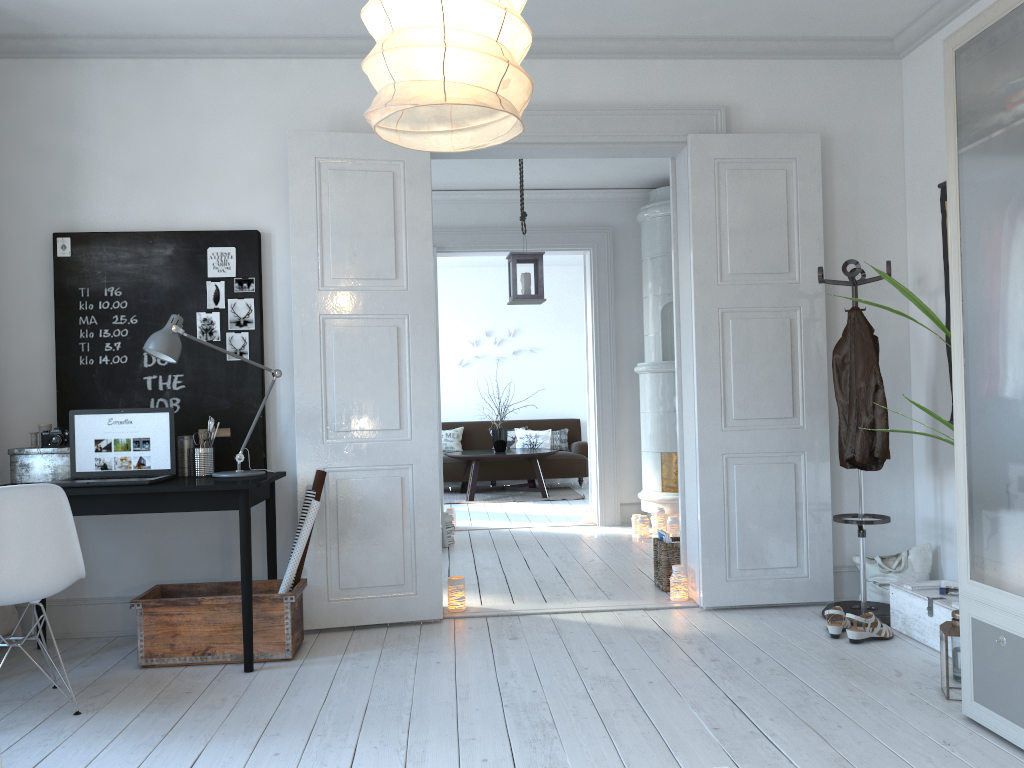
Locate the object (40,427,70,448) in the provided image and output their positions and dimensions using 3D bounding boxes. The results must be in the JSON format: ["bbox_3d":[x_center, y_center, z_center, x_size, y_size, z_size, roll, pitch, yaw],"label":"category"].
[{"bbox_3d":[-1.982,0.233,3.849,0.137,0.087,0.073,-2,-1,-4],"label":"object"}]

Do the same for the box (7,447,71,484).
[{"bbox_3d":[-2.045,0.356,3.936,0.317,0.152,0.193,-2,-1,-4],"label":"box"}]

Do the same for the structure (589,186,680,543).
[{"bbox_3d":[1.248,-0.163,7.056,0.800,2.827,1.247,-2,0,41],"label":"structure"}]

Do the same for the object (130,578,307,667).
[{"bbox_3d":[-1.241,1.024,3.819,0.664,0.282,0.339,-2,-1,-4],"label":"object"}]

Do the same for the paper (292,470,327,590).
[{"bbox_3d":[-0.952,0.769,4.002,0.048,0.747,0.297,-2,0,41],"label":"paper"}]

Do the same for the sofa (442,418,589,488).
[{"bbox_3d":[-0.168,0.867,10.878,2.165,0.824,0.969,-2,-1,-4],"label":"sofa"}]

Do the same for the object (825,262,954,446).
[{"bbox_3d":[1.703,0.293,3.206,1.044,1.554,0.289,-2,0,25],"label":"object"}]

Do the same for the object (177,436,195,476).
[{"bbox_3d":[-1.494,0.332,4.065,0.079,0.188,0.079,-1,0,-25],"label":"object"}]

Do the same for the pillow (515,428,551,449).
[{"bbox_3d":[0.259,0.690,10.903,0.471,0.309,0.188,-2,0,-4],"label":"pillow"}]

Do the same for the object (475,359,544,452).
[{"bbox_3d":[-0.020,0.235,10.038,0.845,1.066,0.525,-1,-1,-33],"label":"object"}]

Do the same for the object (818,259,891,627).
[{"bbox_3d":[1.629,0.264,4.159,0.374,1.658,0.374,-2,0,3],"label":"object"}]

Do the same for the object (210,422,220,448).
[{"bbox_3d":[-1.360,0.294,4.003,0.084,0.240,0.009,-1,0,-27],"label":"object"}]

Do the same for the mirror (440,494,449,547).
[{"bbox_3d":[-0.830,0.464,6.515,0.610,1.488,0.417,-1,0,-40],"label":"mirror"}]

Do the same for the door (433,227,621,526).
[{"bbox_3d":[0.031,-0.039,7.509,2.598,2.505,0.577,-2,0,-4],"label":"door"}]

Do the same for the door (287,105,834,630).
[{"bbox_3d":[0.255,-0.112,4.502,2.598,2.505,0.577,-2,0,-4],"label":"door"}]

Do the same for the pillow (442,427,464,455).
[{"bbox_3d":[-0.845,0.719,10.936,0.519,0.367,0.239,-2,-1,-5],"label":"pillow"}]

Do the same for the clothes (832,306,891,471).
[{"bbox_3d":[1.610,0.022,4.089,0.237,0.770,0.211,-2,0,29],"label":"clothes"}]

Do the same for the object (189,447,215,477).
[{"bbox_3d":[-1.398,0.353,4.000,0.108,0.128,0.108,-2,-1,11],"label":"object"}]

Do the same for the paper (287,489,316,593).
[{"bbox_3d":[-0.973,0.811,3.930,0.043,0.669,0.266,-2,0,41],"label":"paper"}]

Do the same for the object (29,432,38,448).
[{"bbox_3d":[-2.140,0.249,3.971,0.040,0.069,0.040,-1,0,-16],"label":"object"}]

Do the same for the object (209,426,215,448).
[{"bbox_3d":[-1.371,0.303,4.008,0.009,0.222,0.082,-2,0,25],"label":"object"}]

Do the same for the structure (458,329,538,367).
[{"bbox_3d":[-0.180,-0.466,11.349,1.025,0.478,0.085,-2,0,-4],"label":"structure"}]

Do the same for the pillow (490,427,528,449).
[{"bbox_3d":[-0.038,0.709,10.957,0.473,0.347,0.158,-2,0,-6],"label":"pillow"}]

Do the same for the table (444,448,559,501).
[{"bbox_3d":[-0.111,1.020,10.089,1.299,0.503,1.300,-1,-1,-14],"label":"table"}]

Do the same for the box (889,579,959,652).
[{"bbox_3d":[1.879,0.965,3.650,0.376,0.218,0.641,-2,-1,-4],"label":"box"}]

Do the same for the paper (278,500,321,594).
[{"bbox_3d":[-0.968,0.827,3.870,0.283,0.626,0.041,-1,0,-26],"label":"paper"}]

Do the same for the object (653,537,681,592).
[{"bbox_3d":[0.945,0.997,4.937,0.270,0.265,0.224,-2,-1,-4],"label":"object"}]

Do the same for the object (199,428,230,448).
[{"bbox_3d":[-1.358,0.309,4.057,0.138,0.209,0.034,-1,0,-24],"label":"object"}]

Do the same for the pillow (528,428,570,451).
[{"bbox_3d":[0.451,0.700,11.030,0.542,0.288,0.183,-2,-1,-3],"label":"pillow"}]

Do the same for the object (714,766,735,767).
[{"bbox_3d":[-0.398,0.517,0.949,1.460,0.104,0.405,-1,-1,-4],"label":"object"}]

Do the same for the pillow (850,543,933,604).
[{"bbox_3d":[1.870,0.933,4.349,0.317,0.314,0.273,-2,-1,-3],"label":"pillow"}]

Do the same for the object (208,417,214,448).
[{"bbox_3d":[-1.375,0.281,4.017,0.012,0.264,0.062,-2,0,38],"label":"object"}]

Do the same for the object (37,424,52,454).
[{"bbox_3d":[-2.081,0.242,3.910,0.056,0.130,0.167,-2,-1,-6],"label":"object"}]

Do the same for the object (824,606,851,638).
[{"bbox_3d":[1.432,1.031,3.914,0.099,0.126,0.272,-2,-1,28],"label":"object"}]

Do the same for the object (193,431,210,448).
[{"bbox_3d":[-1.411,0.313,4.010,0.081,0.198,0.050,-2,0,21],"label":"object"}]

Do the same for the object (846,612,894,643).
[{"bbox_3d":[1.533,1.025,3.781,0.272,0.126,0.099,-1,-1,-32],"label":"object"}]

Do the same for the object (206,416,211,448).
[{"bbox_3d":[-1.380,0.279,4.017,0.008,0.267,0.060,-2,0,12],"label":"object"}]

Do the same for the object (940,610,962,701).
[{"bbox_3d":[1.555,0.898,3.053,0.132,0.351,0.137,-2,0,18],"label":"object"}]

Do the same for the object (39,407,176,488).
[{"bbox_3d":[-1.683,0.261,3.704,0.445,0.315,0.325,-2,-1,-4],"label":"object"}]
